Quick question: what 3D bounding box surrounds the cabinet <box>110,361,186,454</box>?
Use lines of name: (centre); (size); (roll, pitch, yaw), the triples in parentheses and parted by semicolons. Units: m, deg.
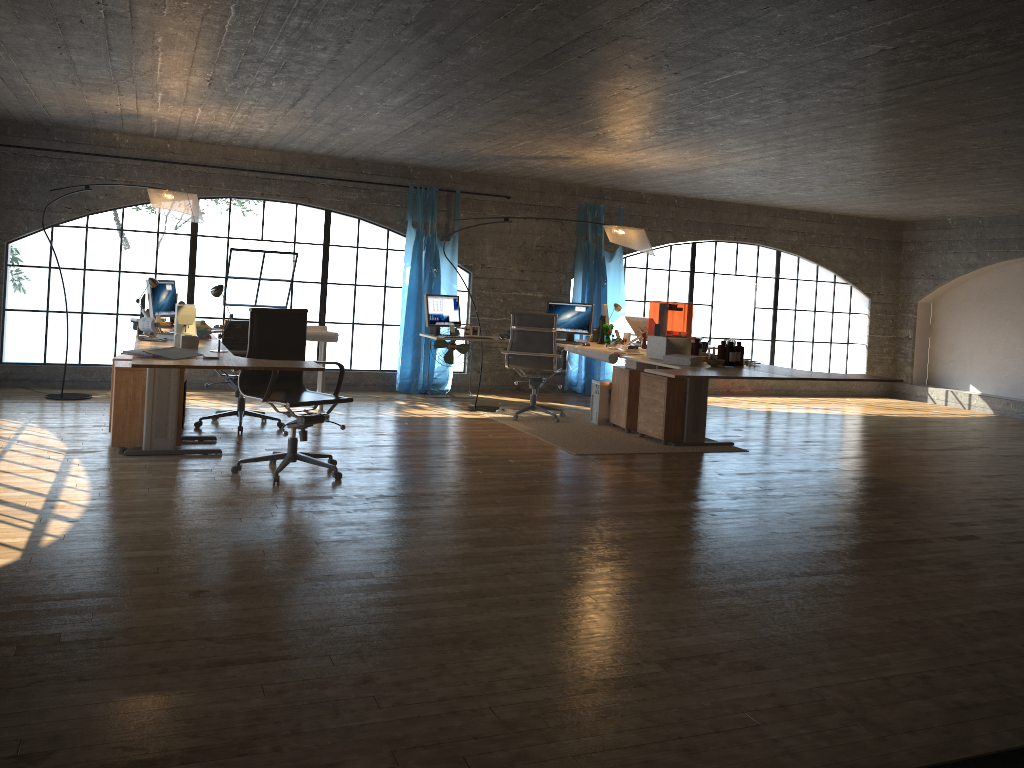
cabinet: (-2.465, 0.151, 5.962); (0.426, 0.571, 0.427); (2, 3, -25)

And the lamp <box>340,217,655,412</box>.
lamp: (-1.573, -0.851, 9.397); (6.254, 1.931, 0.385); (6, 2, 23)

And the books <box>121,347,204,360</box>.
books: (-1.928, -0.175, 4.877); (0.318, 0.044, 0.308); (5, 6, 12)

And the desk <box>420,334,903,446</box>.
desk: (1.246, 0.114, 7.596); (3.254, 0.736, 3.493); (1, 6, -23)

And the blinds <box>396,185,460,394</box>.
blinds: (-0.908, -1.041, 9.830); (0.666, 2.293, 0.259); (3, 1, -27)

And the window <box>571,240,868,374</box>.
window: (-0.639, -0.985, 9.762); (12.228, 1.846, 3.938); (-2, 8, -44)

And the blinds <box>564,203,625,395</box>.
blinds: (1.087, -0.949, 10.639); (0.857, 2.414, 0.261); (3, 1, -14)

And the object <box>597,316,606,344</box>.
object: (0.879, -0.530, 8.639); (0.085, 0.277, 0.085); (4, 1, 24)

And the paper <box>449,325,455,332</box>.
paper: (-0.577, -0.537, 8.557); (0.018, 0.074, 0.077); (4, 3, 37)

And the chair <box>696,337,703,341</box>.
chair: (1.524, -0.041, 8.609); (0.686, 0.857, 0.654); (5, 3, 24)

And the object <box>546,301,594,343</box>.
object: (0.559, -0.610, 8.680); (0.471, 0.390, 0.286); (5, 3, 18)

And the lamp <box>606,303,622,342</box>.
lamp: (0.973, -0.575, 8.492); (0.105, 0.408, 0.208); (3, 2, -11)

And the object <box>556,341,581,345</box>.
object: (0.426, -0.399, 8.417); (0.492, 0.011, 0.187); (7, 7, 32)

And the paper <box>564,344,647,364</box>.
paper: (0.886, -0.265, 7.609); (0.581, 0.113, 0.857); (1, 7, -22)

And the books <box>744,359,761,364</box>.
books: (1.784, -0.193, 7.091); (0.307, 0.044, 0.319); (1, 6, -18)

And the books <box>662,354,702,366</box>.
books: (1.277, -0.183, 6.623); (0.222, 0.058, 0.310); (6, 7, 28)

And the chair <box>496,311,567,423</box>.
chair: (0.192, -0.183, 8.476); (0.653, 1.013, 0.686); (4, 2, 11)

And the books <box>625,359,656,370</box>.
books: (1.211, -0.192, 8.018); (0.309, 0.109, 0.221); (1, 5, -21)

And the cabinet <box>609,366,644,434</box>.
cabinet: (1.188, 0.144, 8.039); (0.472, 0.571, 0.427); (3, 3, -15)

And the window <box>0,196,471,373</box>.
window: (-3.478, -0.945, 7.907); (3.196, 1.864, 6.958); (6, 6, 27)

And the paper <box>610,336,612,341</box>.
paper: (0.979, -0.460, 8.726); (0.019, 0.074, 0.079); (3, 4, 2)

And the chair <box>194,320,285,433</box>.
chair: (-2.173, -0.090, 7.030); (0.652, 0.857, 0.688); (1, 3, -36)

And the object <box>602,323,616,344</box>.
object: (0.932, -0.495, 8.600); (0.115, 0.220, 0.246); (4, 4, 27)

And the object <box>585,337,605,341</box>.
object: (0.856, -0.453, 9.032); (0.204, 0.036, 0.206); (1, 7, -24)

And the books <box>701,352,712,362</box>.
books: (1.526, -0.221, 7.097); (0.178, 0.069, 0.231); (2, 6, -15)

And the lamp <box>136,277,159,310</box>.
lamp: (-2.880, -0.636, 6.939); (0.105, 0.408, 0.207); (4, 2, 35)

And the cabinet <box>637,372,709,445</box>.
cabinet: (1.366, 0.208, 7.552); (0.426, 0.571, 0.429); (2, 3, -25)

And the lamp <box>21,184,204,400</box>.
lamp: (-5.217, -1.002, 8.788); (6.262, 1.930, 0.385); (7, 3, 32)

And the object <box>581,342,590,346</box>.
object: (0.685, -0.370, 8.187); (0.059, 0.034, 0.101); (8, 7, 42)

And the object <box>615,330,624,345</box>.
object: (1.019, -0.440, 8.432); (0.084, 0.159, 0.083); (2, 2, -34)

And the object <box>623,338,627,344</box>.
object: (1.084, -0.402, 8.486); (0.035, 0.078, 0.098); (4, 4, 25)

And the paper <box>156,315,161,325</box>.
paper: (-2.853, -0.517, 7.137); (0.019, 0.074, 0.079); (3, 4, 2)

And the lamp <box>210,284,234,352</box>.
lamp: (-1.765, -0.400, 5.364); (0.105, 0.408, 0.208); (3, 2, -36)

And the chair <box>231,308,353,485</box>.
chair: (-1.324, 0.047, 5.505); (0.687, 1.013, 0.652); (5, 3, 37)

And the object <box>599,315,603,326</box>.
object: (0.923, -0.584, 9.159); (0.085, 0.277, 0.085); (3, 1, -23)

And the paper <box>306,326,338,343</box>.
paper: (-2.004, -0.452, 7.743); (0.850, 0.113, 0.585); (1, 6, -22)

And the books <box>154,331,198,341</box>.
books: (-2.321, -0.328, 6.037); (0.291, 0.054, 0.261); (5, 6, 18)

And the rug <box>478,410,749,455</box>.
rug: (0.796, 0.409, 7.982); (1.598, 0.005, 2.215); (1, 7, -23)

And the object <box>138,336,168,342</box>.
object: (-2.384, -0.299, 5.862); (0.181, 0.025, 0.075); (4, 6, 7)

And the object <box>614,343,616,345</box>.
object: (1.023, -0.389, 8.567); (0.132, 0.026, 0.133); (1, 6, -22)

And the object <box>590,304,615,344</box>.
object: (0.945, -0.609, 8.883); (0.286, 0.389, 0.472); (4, 4, 2)

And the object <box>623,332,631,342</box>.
object: (1.206, -0.485, 9.222); (0.083, 0.100, 0.109); (3, 4, -12)

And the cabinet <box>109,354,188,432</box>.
cabinet: (-2.642, 0.088, 6.449); (0.471, 0.571, 0.427); (3, 3, -15)

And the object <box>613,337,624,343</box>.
object: (1.116, -0.456, 9.111); (0.135, 0.057, 0.155); (3, 6, -7)

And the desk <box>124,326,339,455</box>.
desk: (-1.860, 0.067, 6.313); (1.633, 0.736, 3.532); (1, 6, -21)

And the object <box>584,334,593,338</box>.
object: (0.837, -0.488, 9.024); (0.144, 0.032, 0.153); (1, 6, -18)
